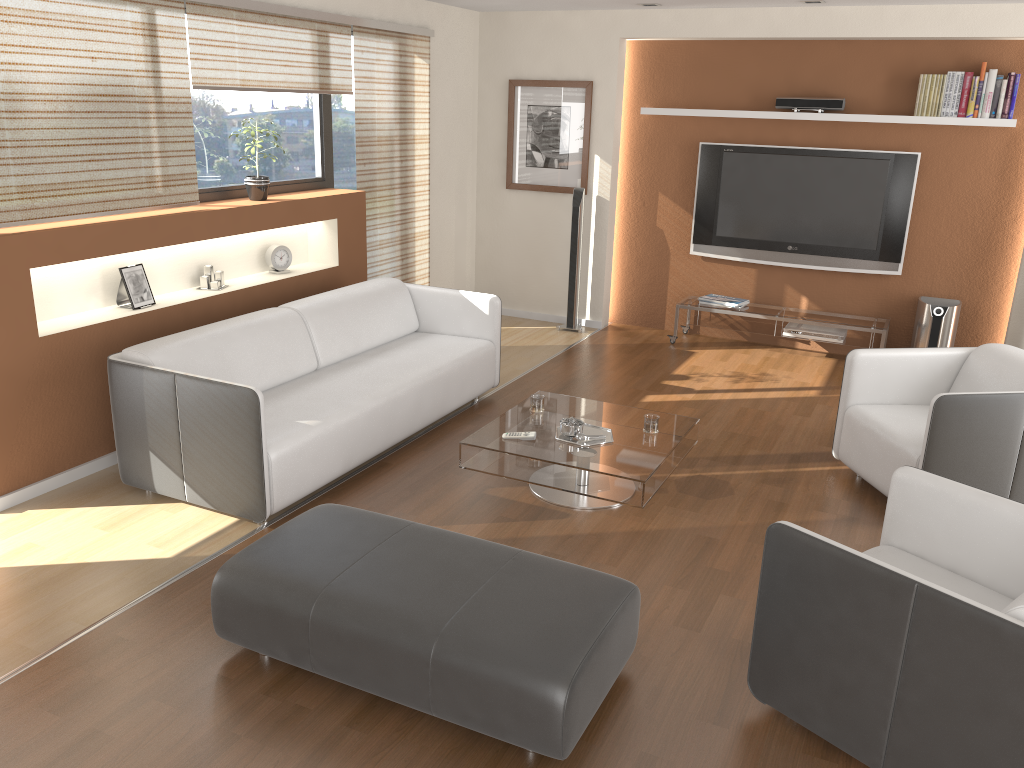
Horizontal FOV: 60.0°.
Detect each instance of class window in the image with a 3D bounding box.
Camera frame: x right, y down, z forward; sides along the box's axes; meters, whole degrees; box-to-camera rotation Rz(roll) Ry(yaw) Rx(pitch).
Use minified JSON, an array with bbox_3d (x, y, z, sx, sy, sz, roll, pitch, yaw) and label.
[{"bbox_3d":[-1.105,-1.484,6.680,0.010,2.162,0.889,10,19,24],"label":"window"},{"bbox_3d":[-1.941,-1.527,4.828,0.010,0.986,2.817,10,19,24],"label":"window"}]

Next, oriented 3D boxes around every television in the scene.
[{"bbox_3d":[2.190,-1.348,6.789,1.594,0.900,0.097,10,19,24],"label":"television"}]

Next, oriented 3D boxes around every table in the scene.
[{"bbox_3d":[0.352,0.366,4.368,0.900,0.300,0.900,10,19,24],"label":"table"}]

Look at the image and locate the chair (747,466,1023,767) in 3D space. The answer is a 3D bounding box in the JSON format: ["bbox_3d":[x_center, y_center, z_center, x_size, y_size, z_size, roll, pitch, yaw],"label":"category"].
[{"bbox_3d":[1.329,0.718,2.609,0.767,0.661,0.919,-12,22,-37],"label":"chair"}]

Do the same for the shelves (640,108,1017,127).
[{"bbox_3d":[2.229,-1.968,6.526,2.612,0.050,0.200,10,19,24],"label":"shelves"}]

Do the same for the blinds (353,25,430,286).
[{"bbox_3d":[-0.860,-1.447,6.564,0.001,2.200,0.980,10,19,24],"label":"blinds"}]

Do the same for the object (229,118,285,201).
[{"bbox_3d":[-1.492,-1.333,5.280,0.342,0.477,0.268,6,18,14],"label":"object"}]

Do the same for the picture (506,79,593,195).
[{"bbox_3d":[0.295,-2.032,7.296,0.734,0.884,0.025,10,19,24],"label":"picture"}]

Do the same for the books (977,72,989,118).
[{"bbox_3d":[3.205,-1.963,6.036,0.022,0.293,0.167,10,19,24],"label":"books"}]

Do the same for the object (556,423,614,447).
[{"bbox_3d":[0.345,0.242,4.244,0.315,0.011,0.273,13,21,31],"label":"object"}]

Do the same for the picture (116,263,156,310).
[{"bbox_3d":[-1.968,-0.510,4.622,0.133,0.216,0.159,8,19,19],"label":"picture"}]

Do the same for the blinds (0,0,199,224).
[{"bbox_3d":[-2.014,-1.303,4.090,0.001,1.044,1.432,10,19,24],"label":"blinds"}]

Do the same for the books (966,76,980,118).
[{"bbox_3d":[3.146,-1.956,6.056,0.041,0.266,0.186,10,19,24],"label":"books"}]

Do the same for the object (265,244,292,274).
[{"bbox_3d":[-1.481,-0.795,5.633,0.096,0.176,0.160,16,23,38],"label":"object"}]

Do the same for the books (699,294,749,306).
[{"bbox_3d":[1.678,-0.670,7.019,0.326,0.017,0.228,15,22,35],"label":"books"}]

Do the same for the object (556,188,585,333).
[{"bbox_3d":[0.525,-1.018,7.313,0.228,1.165,0.215,8,19,19],"label":"object"}]

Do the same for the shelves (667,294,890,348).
[{"bbox_3d":[2.053,-0.413,6.918,1.617,0.340,0.444,10,19,24],"label":"shelves"}]

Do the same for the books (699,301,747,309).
[{"bbox_3d":[1.677,-0.646,7.027,0.326,0.017,0.228,11,20,27],"label":"books"}]

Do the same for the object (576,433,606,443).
[{"bbox_3d":[0.376,0.248,4.182,0.147,0.035,0.051,-6,19,-22],"label":"object"}]

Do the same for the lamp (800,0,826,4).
[{"bbox_3d":[2.014,-2.593,5.917,0.146,0.087,0.146,10,19,24],"label":"lamp"}]

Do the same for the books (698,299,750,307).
[{"bbox_3d":[1.677,-0.658,7.023,0.326,0.017,0.228,17,23,40],"label":"books"}]

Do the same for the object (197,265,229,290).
[{"bbox_3d":[-1.739,-0.623,5.139,0.141,0.131,0.141,3,18,3],"label":"object"}]

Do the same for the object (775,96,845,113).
[{"bbox_3d":[2.190,-2.050,6.517,0.470,0.109,0.182,10,19,24],"label":"object"}]

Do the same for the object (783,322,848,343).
[{"bbox_3d":[2.312,-0.395,6.763,0.435,0.052,0.274,10,19,24],"label":"object"}]

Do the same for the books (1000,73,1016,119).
[{"bbox_3d":[3.339,-1.939,5.974,0.041,0.293,0.169,10,19,24],"label":"books"}]

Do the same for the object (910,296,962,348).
[{"bbox_3d":[3.077,-0.344,6.470,0.286,0.518,0.323,10,19,24],"label":"object"}]

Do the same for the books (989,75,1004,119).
[{"bbox_3d":[3.279,-1.944,6.009,0.041,0.278,0.157,10,19,24],"label":"books"}]

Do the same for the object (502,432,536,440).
[{"bbox_3d":[0.034,0.243,4.183,0.158,0.029,0.064,4,18,6],"label":"object"}]

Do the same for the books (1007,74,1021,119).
[{"bbox_3d":[3.371,-1.929,5.960,0.029,0.286,0.169,10,19,24],"label":"books"}]

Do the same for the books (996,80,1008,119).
[{"bbox_3d":[3.307,-1.923,5.995,0.028,0.248,0.169,10,19,24],"label":"books"}]

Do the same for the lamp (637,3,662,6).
[{"bbox_3d":[0.994,-2.772,6.382,0.146,0.087,0.146,10,19,24],"label":"lamp"}]

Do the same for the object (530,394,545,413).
[{"bbox_3d":[0.130,0.099,4.564,0.079,0.077,0.079,6,18,13],"label":"object"}]

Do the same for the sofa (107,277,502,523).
[{"bbox_3d":[-0.968,-0.066,4.854,0.919,0.661,2.238,10,19,24],"label":"sofa"}]

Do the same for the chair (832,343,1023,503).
[{"bbox_3d":[2.214,0.216,4.349,0.919,0.706,0.767,-1,18,-9],"label":"chair"}]

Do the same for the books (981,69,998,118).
[{"bbox_3d":[3.235,-1.965,6.014,0.050,0.313,0.179,10,19,24],"label":"books"}]

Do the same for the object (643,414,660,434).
[{"bbox_3d":[0.679,0.193,4.321,0.079,0.077,0.079,6,18,13],"label":"object"}]

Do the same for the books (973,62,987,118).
[{"bbox_3d":[3.182,-1.997,6.036,0.028,0.358,0.169,10,19,24],"label":"books"}]

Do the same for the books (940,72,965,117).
[{"bbox_3d":[3.038,-1.994,6.115,0.104,0.295,0.146,10,19,24],"label":"books"}]

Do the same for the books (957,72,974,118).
[{"bbox_3d":[3.108,-1.979,6.079,0.053,0.293,0.169,10,19,24],"label":"books"}]

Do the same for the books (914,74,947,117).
[{"bbox_3d":[2.913,-2.005,6.171,0.167,0.275,0.195,10,19,24],"label":"books"}]

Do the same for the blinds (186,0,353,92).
[{"bbox_3d":[-1.372,-1.965,5.241,0.001,0.441,1.432,10,19,24],"label":"blinds"}]

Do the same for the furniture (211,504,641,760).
[{"bbox_3d":[-0.284,0.740,2.960,1.291,0.301,0.685,10,19,24],"label":"furniture"}]

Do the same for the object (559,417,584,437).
[{"bbox_3d":[0.284,0.205,4.236,0.118,0.079,0.117,13,21,31],"label":"object"}]
